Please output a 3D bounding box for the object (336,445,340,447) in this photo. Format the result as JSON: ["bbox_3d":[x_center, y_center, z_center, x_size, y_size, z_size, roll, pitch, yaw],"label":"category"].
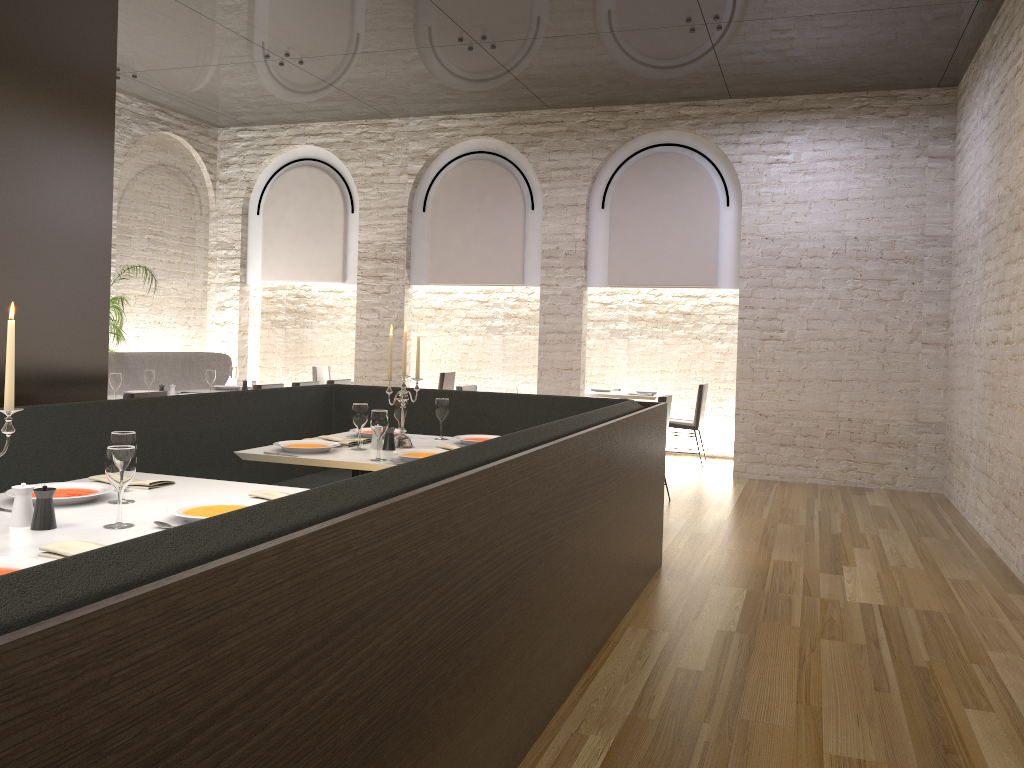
[{"bbox_3d":[-0.948,0.310,4.508,0.181,0.015,0.038,3,3,20],"label":"object"}]

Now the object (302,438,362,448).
[{"bbox_3d":[-0.936,0.305,4.601,0.273,0.033,0.143,3,3,19],"label":"object"}]

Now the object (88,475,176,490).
[{"bbox_3d":[-1.396,0.359,3.256,0.273,0.033,0.143,3,3,19],"label":"object"}]

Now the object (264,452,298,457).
[{"bbox_3d":[-1.077,0.328,4.134,0.185,0.010,0.017,3,2,19],"label":"object"}]

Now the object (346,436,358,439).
[{"bbox_3d":[-0.826,0.299,4.867,0.185,0.010,0.017,3,2,19],"label":"object"}]

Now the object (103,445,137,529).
[{"bbox_3d":[-1.130,0.296,2.555,0.086,0.231,0.086,2,1,31],"label":"object"}]

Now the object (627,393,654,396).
[{"bbox_3d":[1.426,0.116,9.830,0.273,0.033,0.143,3,3,19],"label":"object"}]

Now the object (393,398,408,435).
[{"bbox_3d":[-0.614,0.196,4.857,0.086,0.231,0.086,1,1,-35],"label":"object"}]

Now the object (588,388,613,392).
[{"bbox_3d":[1.037,0.071,10.345,0.321,0.036,0.322,0,4,-36],"label":"object"}]

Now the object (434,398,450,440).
[{"bbox_3d":[-0.395,0.197,4.981,0.086,0.231,0.086,2,1,-11],"label":"object"}]

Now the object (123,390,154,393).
[{"bbox_3d":[-3.130,0.081,7.531,0.321,0.036,0.322,0,3,-34],"label":"object"}]

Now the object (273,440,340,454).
[{"bbox_3d":[-1.002,0.310,4.326,0.321,0.036,0.322,2,3,-5],"label":"object"}]

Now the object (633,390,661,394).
[{"bbox_3d":[1.544,0.096,10.170,0.321,0.036,0.322,0,4,-36],"label":"object"}]

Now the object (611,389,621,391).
[{"bbox_3d":[1.164,0.066,10.663,0.273,0.033,0.143,3,3,19],"label":"object"}]

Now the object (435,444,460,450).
[{"bbox_3d":[-0.238,0.331,4.519,0.273,0.033,0.143,3,3,19],"label":"object"}]

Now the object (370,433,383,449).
[{"bbox_3d":[-0.686,0.269,4.508,0.068,0.126,0.069,1,1,-29],"label":"object"}]

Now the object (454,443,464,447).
[{"bbox_3d":[-0.223,0.326,4.656,0.181,0.015,0.038,3,3,20],"label":"object"}]

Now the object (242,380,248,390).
[{"bbox_3d":[-2.551,0.013,8.466,0.059,0.109,0.059,1,1,-36],"label":"object"}]

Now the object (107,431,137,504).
[{"bbox_3d":[-1.279,0.274,2.910,0.086,0.231,0.086,2,1,31],"label":"object"}]

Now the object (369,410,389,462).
[{"bbox_3d":[-0.611,0.236,4.072,0.086,0.231,0.086,1,1,-35],"label":"object"}]

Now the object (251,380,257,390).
[{"bbox_3d":[-2.470,0.015,8.487,0.059,0.109,0.059,1,1,-36],"label":"object"}]

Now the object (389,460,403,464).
[{"bbox_3d":[-0.465,0.354,3.949,0.181,0.015,0.038,3,3,20],"label":"object"}]

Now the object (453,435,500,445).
[{"bbox_3d":[-0.161,0.311,4.825,0.321,0.036,0.322,1,3,-23],"label":"object"}]

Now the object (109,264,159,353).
[{"bbox_3d":[-4.069,-0.202,8.571,1.145,1.974,1.189,2,1,0],"label":"object"}]

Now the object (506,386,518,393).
[{"bbox_3d":[-0.002,0.134,6.470,0.086,0.231,0.086,1,1,-41],"label":"object"}]

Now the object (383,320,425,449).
[{"bbox_3d":[-0.559,-0.002,4.579,0.131,0.656,0.390,2,1,30],"label":"object"}]

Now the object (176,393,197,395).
[{"bbox_3d":[-2.623,0.106,7.355,0.321,0.036,0.322,0,3,-34],"label":"object"}]

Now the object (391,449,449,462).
[{"bbox_3d":[-0.403,0.339,4.119,0.321,0.036,0.322,2,3,-5],"label":"object"}]

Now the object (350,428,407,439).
[{"bbox_3d":[-0.760,0.282,5.032,0.322,0.036,0.322,3,3,14],"label":"object"}]

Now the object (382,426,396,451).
[{"bbox_3d":[-0.617,0.273,4.459,0.068,0.126,0.069,1,1,-29],"label":"object"}]

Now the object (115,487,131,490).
[{"bbox_3d":[-1.421,0.365,3.127,0.181,0.015,0.038,3,3,20],"label":"object"}]

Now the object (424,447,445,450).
[{"bbox_3d":[-0.288,0.337,4.373,0.273,0.033,0.143,3,3,19],"label":"object"}]

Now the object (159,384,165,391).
[{"bbox_3d":[-2.920,0.056,7.387,0.059,0.109,0.059,1,1,-36],"label":"object"}]

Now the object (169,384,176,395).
[{"bbox_3d":[-2.839,0.057,7.408,0.059,0.109,0.059,1,1,-36],"label":"object"}]

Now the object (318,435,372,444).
[{"bbox_3d":[-0.886,0.299,4.748,0.273,0.033,0.143,3,3,19],"label":"object"}]

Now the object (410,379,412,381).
[{"bbox_3d":[-1.389,-0.047,11.173,0.321,0.036,0.322,0,4,-36],"label":"object"}]

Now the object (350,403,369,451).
[{"bbox_3d":[-0.761,0.213,4.427,0.086,0.231,0.086,1,1,-35],"label":"object"}]

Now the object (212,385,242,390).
[{"bbox_3d":[-2.762,0.039,8.610,0.321,0.036,0.322,0,3,-34],"label":"object"}]
